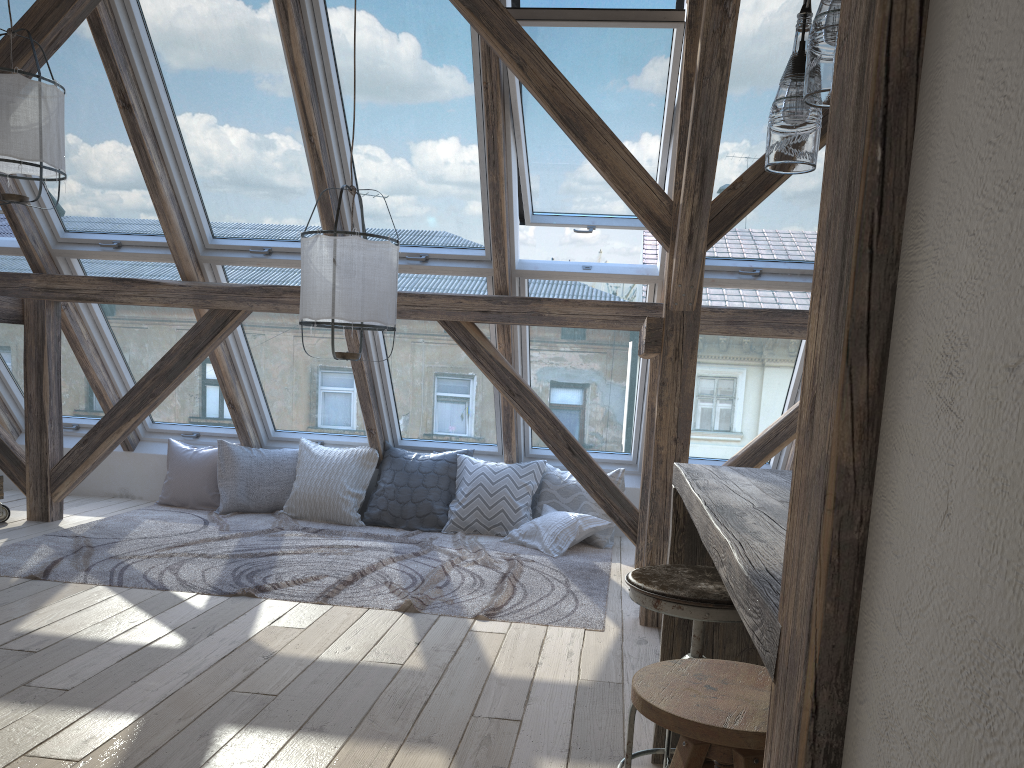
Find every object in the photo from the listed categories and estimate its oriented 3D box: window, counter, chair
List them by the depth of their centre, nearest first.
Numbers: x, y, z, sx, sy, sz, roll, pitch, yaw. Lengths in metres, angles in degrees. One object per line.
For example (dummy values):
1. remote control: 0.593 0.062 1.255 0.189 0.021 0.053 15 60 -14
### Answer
1. chair: 0.331 0.783 1.427 0.339 0.604 0.338 6 7 26
2. chair: 0.415 0.758 2.029 0.350 0.645 0.352 9 8 40
3. counter: 1.568 0.707 2.658 2.239 0.863 3.777 3 1 7
4. window: 1.307 -1.178 4.242 0.855 1.294 1.083 4 5 7
5. window: 0.401 -1.232 4.391 0.855 1.293 1.391 4 4 7
6. window: -0.517 -1.284 4.443 0.855 1.294 1.083 4 5 7
7. window: -1.429 -1.338 4.544 0.855 1.294 1.083 4 5 7
8. window: -2.342 -1.391 4.644 0.855 1.294 1.083 4 5 7
9. window: -3.248 -1.445 4.790 0.855 1.293 1.335 4 4 7
10. window: 1.358 0.007 5.390 0.855 1.294 1.083 4 5 7
11. window: 0.446 -0.046 5.491 0.855 1.294 1.083 4 5 7
12. window: -0.466 -0.100 5.591 0.855 1.294 1.083 4 5 7
13. window: -1.378 -0.153 5.692 0.855 1.294 1.083 4 5 7
14. window: -2.290 -0.206 5.792 0.855 1.294 1.083 4 5 7
15. window: -3.202 -0.260 5.893 0.855 1.294 1.083 4 5 7

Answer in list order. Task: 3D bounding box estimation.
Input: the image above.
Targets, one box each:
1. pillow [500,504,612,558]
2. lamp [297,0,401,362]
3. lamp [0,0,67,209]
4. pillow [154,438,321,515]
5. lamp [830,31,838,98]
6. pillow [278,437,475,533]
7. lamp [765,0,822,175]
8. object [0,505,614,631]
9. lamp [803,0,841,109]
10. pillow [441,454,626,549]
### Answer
1. pillow: 0.252 0.911 5.439 0.474 0.245 0.531 1 3 -42
2. lamp: -0.641 -1.048 3.580 0.398 1.923 0.402 -4 10 -42
3. lamp: -2.107 -1.430 3.702 0.400 1.323 0.401 1 8 -17
4. pillow: -1.905 0.644 6.047 1.133 0.532 0.429 3 5 -1
5. lamp: 0.492 -1.069 1.182 0.225 1.361 0.107 4 8 8
6. pillow: -0.921 0.667 5.908 1.271 0.572 0.462 4 5 7
7. lamp: 0.564 -1.102 1.771 0.225 1.307 0.107 4 8 8
8. object: -1.034 0.917 4.988 3.183 0.057 2.167 3 1 7
9. lamp: 0.539 -1.124 1.481 0.239 1.256 0.107 6 8 18
10. pillow: 0.162 0.760 5.749 1.152 0.542 0.496 4 5 11
